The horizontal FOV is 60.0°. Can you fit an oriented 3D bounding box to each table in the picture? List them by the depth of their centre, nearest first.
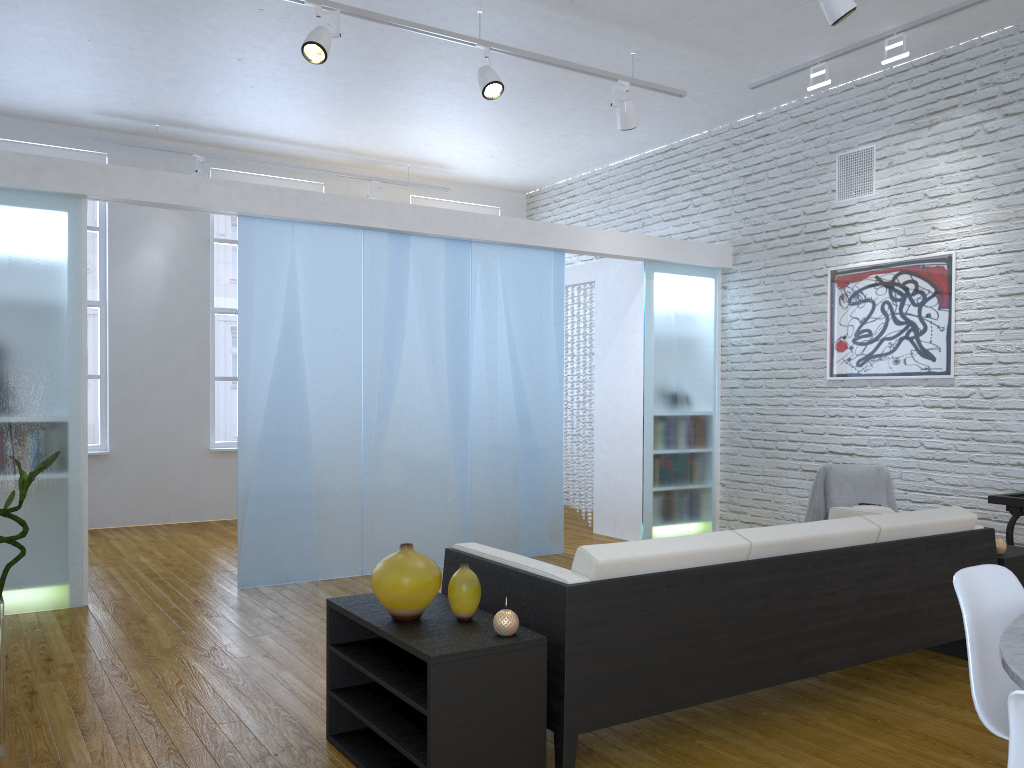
[{"bbox_3d":[1.718,0.821,1.768,1.910,0.623,1.070,1,0,-33],"label":"table"},{"bbox_3d":[2.884,0.886,4.632,0.440,0.578,0.563,0,0,-32],"label":"table"}]

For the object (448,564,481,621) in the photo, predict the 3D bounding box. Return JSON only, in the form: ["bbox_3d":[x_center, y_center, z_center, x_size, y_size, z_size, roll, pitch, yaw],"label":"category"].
[{"bbox_3d":[-0.137,0.600,2.556,0.095,0.160,0.095,0,1,9],"label":"object"}]

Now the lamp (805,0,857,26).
[{"bbox_3d":[0.676,-1.834,3.449,3.118,0.487,0.223,1,0,-32],"label":"lamp"}]

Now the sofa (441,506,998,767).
[{"bbox_3d":[0.473,0.824,3.879,5.337,0.679,9.721,1,-1,-32],"label":"sofa"}]

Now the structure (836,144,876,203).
[{"bbox_3d":[2.307,-1.406,5.949,0.010,0.335,0.308,0,1,-32],"label":"structure"}]

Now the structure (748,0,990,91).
[{"bbox_3d":[2.673,-1.972,4.418,0.052,0.182,3.904,0,0,-32],"label":"structure"}]

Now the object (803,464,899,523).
[{"bbox_3d":[2.089,0.835,5.311,0.645,0.688,0.635,0,0,6],"label":"object"}]

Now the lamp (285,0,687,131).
[{"bbox_3d":[-0.198,-1.820,4.899,3.117,0.487,0.205,1,0,-35],"label":"lamp"}]

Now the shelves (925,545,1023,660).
[{"bbox_3d":[1.940,0.935,3.984,0.349,0.451,0.730,0,0,-32],"label":"shelves"}]

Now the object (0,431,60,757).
[{"bbox_3d":[-1.647,0.637,2.633,0.483,0.981,0.380,1,1,30],"label":"object"}]

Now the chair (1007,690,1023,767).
[{"bbox_3d":[0.934,0.599,1.261,0.419,0.352,0.405,0,0,-30],"label":"chair"}]

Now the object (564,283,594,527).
[{"bbox_3d":[0.433,0.181,7.529,0.051,2.017,0.922,0,1,-32],"label":"object"}]

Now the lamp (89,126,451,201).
[{"bbox_3d":[-1.925,-1.794,7.631,3.118,0.487,0.197,1,0,-34],"label":"lamp"}]

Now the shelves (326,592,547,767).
[{"bbox_3d":[-0.249,0.906,2.603,0.349,0.451,0.730,0,0,-32],"label":"shelves"}]

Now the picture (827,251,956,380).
[{"bbox_3d":[2.430,-0.416,5.745,0.010,0.769,0.920,0,0,-32],"label":"picture"}]

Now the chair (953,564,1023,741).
[{"bbox_3d":[1.218,0.609,1.949,0.405,0.352,0.419,0,0,-33],"label":"chair"}]

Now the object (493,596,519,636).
[{"bbox_3d":[-0.016,0.627,2.404,0.071,0.104,0.071,0,1,-5],"label":"object"}]

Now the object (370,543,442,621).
[{"bbox_3d":[-0.306,0.572,2.572,0.207,0.215,0.207,0,0,9],"label":"object"}]

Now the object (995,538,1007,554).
[{"bbox_3d":[2.018,0.654,3.688,0.071,0.104,0.071,0,1,-5],"label":"object"}]

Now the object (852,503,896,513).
[{"bbox_3d":[2.113,0.749,5.229,0.232,0.085,0.224,0,0,4],"label":"object"}]
